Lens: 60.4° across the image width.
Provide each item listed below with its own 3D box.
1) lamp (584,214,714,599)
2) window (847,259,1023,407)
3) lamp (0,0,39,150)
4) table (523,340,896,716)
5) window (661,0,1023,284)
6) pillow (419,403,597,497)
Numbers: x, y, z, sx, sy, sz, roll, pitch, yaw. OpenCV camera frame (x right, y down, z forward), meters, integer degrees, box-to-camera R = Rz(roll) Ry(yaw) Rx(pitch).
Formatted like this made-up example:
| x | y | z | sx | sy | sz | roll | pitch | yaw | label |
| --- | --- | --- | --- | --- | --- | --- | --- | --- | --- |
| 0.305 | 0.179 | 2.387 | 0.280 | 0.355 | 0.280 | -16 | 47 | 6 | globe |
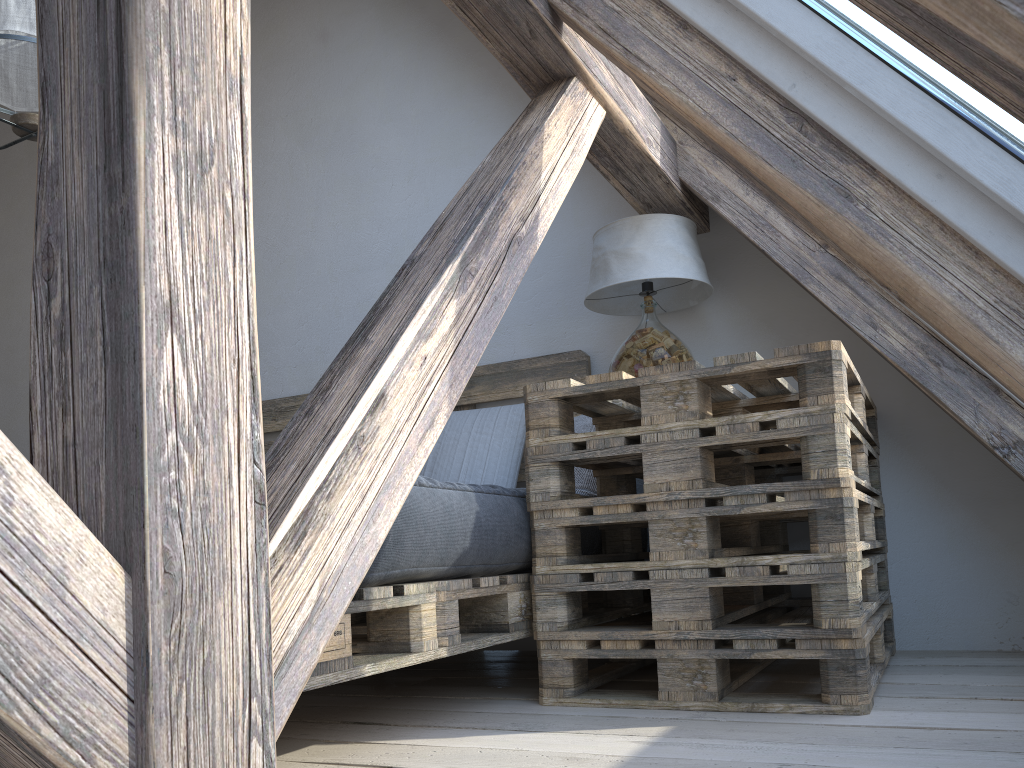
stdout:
| x | y | z | sx | sy | sz | roll | pitch | yaw | label |
| --- | --- | --- | --- | --- | --- | --- | --- | --- | --- |
| 0.480 | 0.214 | 2.844 | 0.390 | 1.268 | 0.832 | -4 | -6 | 11 | lamp |
| 0.753 | -0.407 | 1.869 | 1.102 | 1.261 | 0.862 | -6 | -7 | 26 | window |
| -1.257 | -1.377 | 2.291 | 0.407 | 1.499 | 0.404 | -1 | -5 | -23 | lamp |
| 0.554 | 0.383 | 2.228 | 0.678 | 0.692 | 1.027 | -7 | -10 | 25 | table |
| 0.348 | -0.549 | 1.044 | 1.102 | 1.261 | 0.862 | -6 | -7 | 26 | window |
| -0.016 | 0.224 | 2.872 | 0.978 | 0.394 | 0.388 | -12 | -12 | 42 | pillow |
